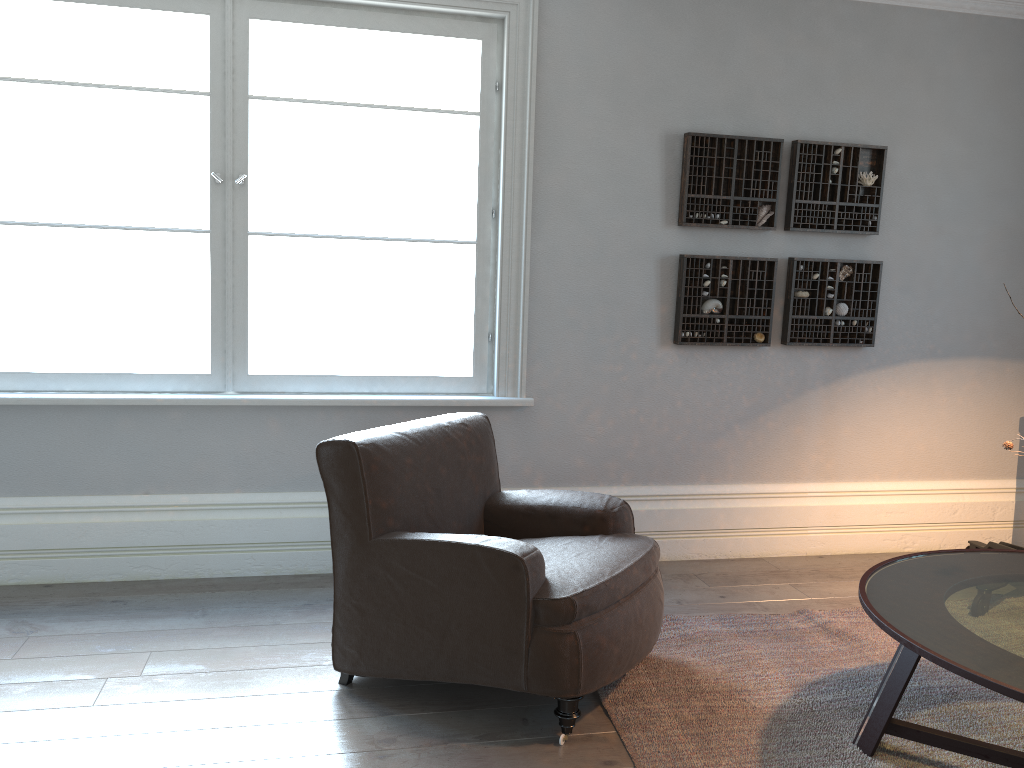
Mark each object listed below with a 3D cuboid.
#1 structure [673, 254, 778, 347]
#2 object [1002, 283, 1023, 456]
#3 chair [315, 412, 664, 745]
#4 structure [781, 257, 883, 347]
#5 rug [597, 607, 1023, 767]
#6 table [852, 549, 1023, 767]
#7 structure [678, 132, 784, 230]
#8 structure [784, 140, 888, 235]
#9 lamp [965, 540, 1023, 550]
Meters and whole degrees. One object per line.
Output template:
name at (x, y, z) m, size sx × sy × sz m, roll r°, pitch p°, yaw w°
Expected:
structure at (0.995, -0.386, 4.126) m, size 0.468 × 0.415 × 0.086 m, roll 0°, pitch 6°, yaw -12°
object at (1.517, 0.077, 1.990) m, size 0.525 × 1.065 × 0.853 m, roll -3°, pitch 8°, yaw -41°
chair at (-0.016, 0.557, 2.896) m, size 0.970 × 0.795 × 0.807 m, roll 5°, pitch 7°, yaw 28°
structure at (1.532, -0.389, 4.242) m, size 0.468 × 0.415 × 0.086 m, roll 0°, pitch 6°, yaw -12°
rug at (1.568, 1.039, 2.185) m, size 2.400 × 0.090 × 2.820 m, roll 1°, pitch 6°, yaw -12°
table at (1.533, 0.842, 2.185) m, size 1.300 × 0.503 × 1.300 m, roll 0°, pitch 7°, yaw -19°
structure at (1.003, -0.926, 4.083) m, size 0.468 × 0.415 × 0.099 m, roll 0°, pitch 6°, yaw -12°
structure at (1.532, -0.921, 4.175) m, size 0.468 × 0.415 × 0.105 m, roll 0°, pitch 6°, yaw -12°
lamp at (2.472, 0.115, 3.839) m, size 0.797 × 1.643 × 1.865 m, roll 5°, pitch 7°, yaw 25°
